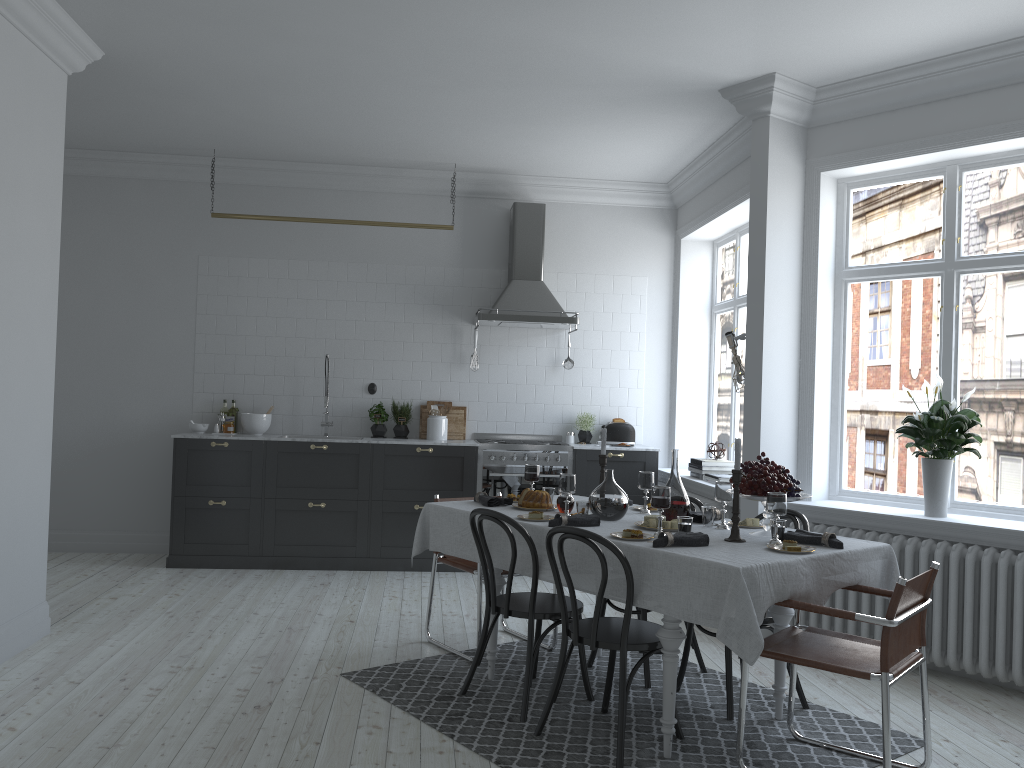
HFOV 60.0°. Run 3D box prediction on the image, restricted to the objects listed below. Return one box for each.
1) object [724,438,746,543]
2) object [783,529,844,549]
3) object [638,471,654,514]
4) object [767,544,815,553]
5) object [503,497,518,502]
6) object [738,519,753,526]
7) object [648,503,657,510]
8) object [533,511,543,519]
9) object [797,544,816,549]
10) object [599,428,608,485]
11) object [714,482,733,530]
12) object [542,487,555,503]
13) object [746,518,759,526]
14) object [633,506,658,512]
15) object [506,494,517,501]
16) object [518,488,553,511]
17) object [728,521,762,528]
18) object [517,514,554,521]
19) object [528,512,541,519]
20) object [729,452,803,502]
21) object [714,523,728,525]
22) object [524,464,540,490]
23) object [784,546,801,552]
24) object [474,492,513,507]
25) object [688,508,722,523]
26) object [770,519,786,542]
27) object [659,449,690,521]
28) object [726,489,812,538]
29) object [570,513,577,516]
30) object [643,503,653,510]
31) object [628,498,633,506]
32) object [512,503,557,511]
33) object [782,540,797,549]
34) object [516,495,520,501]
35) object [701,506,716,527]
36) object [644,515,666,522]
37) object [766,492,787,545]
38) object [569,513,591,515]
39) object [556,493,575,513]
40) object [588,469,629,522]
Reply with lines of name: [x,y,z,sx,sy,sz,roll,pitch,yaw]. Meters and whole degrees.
object: [0.944,0.444,3.728,0.089,0.432,0.089,2,-1,17]
object: [1.282,0.643,3.725,0.247,0.061,0.165,1,-1,34]
object: [0.686,0.559,4.546,0.083,0.215,0.083,2,-1,-1]
object: [1.108,0.656,3.522,0.182,0.013,0.182,2,-1,4]
object: [0.025,0.642,4.896,0.182,0.013,0.182,2,-1,-6]
object: [1.099,0.653,4.196,0.039,0.040,0.078,2,-1,-31]
object: [0.745,0.650,4.721,0.036,0.039,0.051,2,-1,-29]
object: [0.121,0.621,4.210,0.057,0.037,0.021,2,-1,12]
object: [1.195,0.661,3.649,0.031,0.012,0.131,3,-1,-43]
object: [0.458,0.439,4.482,0.089,0.432,0.089,2,-1,17]
object: [0.975,0.561,4.089,0.083,0.215,0.083,2,-1,-11]
object: [0.195,0.604,4.755,0.066,0.094,0.066,2,-1,-17]
object: [1.134,0.656,4.221,0.040,0.039,0.077,3,-1,-36]
object: [0.732,0.662,4.689,0.182,0.013,0.182,2,-1,-6]
object: [-0.004,0.626,4.902,0.038,0.041,0.057,1,-1,28]
object: [0.117,0.597,4.588,0.191,0.105,0.164,2,-1,14]
object: [1.118,0.667,4.203,0.182,0.013,0.182,2,-1,-6]
object: [0.116,0.633,4.190,0.182,0.013,0.182,2,-1,9]
object: [0.106,0.620,4.180,0.057,0.037,0.021,2,-1,-15]
object: [1.137,0.410,3.910,0.347,0.215,0.318,3,-1,-43]
object: [0.996,0.664,4.221,0.031,0.012,0.131,1,-1,37]
object: [0.107,0.543,4.794,0.083,0.215,0.083,2,-1,-1]
object: [1.111,0.652,3.511,0.057,0.021,0.037,2,-1,-6]
object: [-0.141,0.611,4.701,0.247,0.061,0.165,1,-1,34]
object: [0.925,0.641,4.354,0.165,0.061,0.247,1,-1,34]
object: [1.120,0.619,3.738,0.066,0.094,0.066,2,-1,-17]
object: [0.775,0.488,4.227,0.152,0.352,0.152,1,-1,45]
object: [1.131,0.575,3.919,0.367,0.188,0.367,1,-1,36]
object: [0.328,0.632,4.373,0.031,0.031,0.167,1,-1,29]
object: [0.717,0.647,4.659,0.038,0.041,0.057,1,-1,36]
object: [0.535,0.635,4.829,0.165,0.061,0.247,1,-1,34]
object: [0.124,0.639,4.595,0.251,0.018,0.251,2,-1,-6]
object: [1.113,0.644,3.554,0.057,0.037,0.021,2,-1,15]
object: [0.050,0.629,4.885,0.036,0.039,0.051,1,-1,34]
object: [0.914,0.619,4.131,0.066,0.094,0.066,2,-1,5]
object: [0.655,0.629,4.056,0.100,0.056,0.056,2,-1,11]
object: [1.091,0.558,3.665,0.083,0.215,0.083,2,-1,-1]
object: [0.336,0.646,4.391,0.075,0.009,0.150,1,-1,29]
object: [0.270,0.599,4.476,0.091,0.101,0.091,1,-1,39]
object: [0.463,0.531,4.233,0.194,0.245,0.194,2,-1,-23]
